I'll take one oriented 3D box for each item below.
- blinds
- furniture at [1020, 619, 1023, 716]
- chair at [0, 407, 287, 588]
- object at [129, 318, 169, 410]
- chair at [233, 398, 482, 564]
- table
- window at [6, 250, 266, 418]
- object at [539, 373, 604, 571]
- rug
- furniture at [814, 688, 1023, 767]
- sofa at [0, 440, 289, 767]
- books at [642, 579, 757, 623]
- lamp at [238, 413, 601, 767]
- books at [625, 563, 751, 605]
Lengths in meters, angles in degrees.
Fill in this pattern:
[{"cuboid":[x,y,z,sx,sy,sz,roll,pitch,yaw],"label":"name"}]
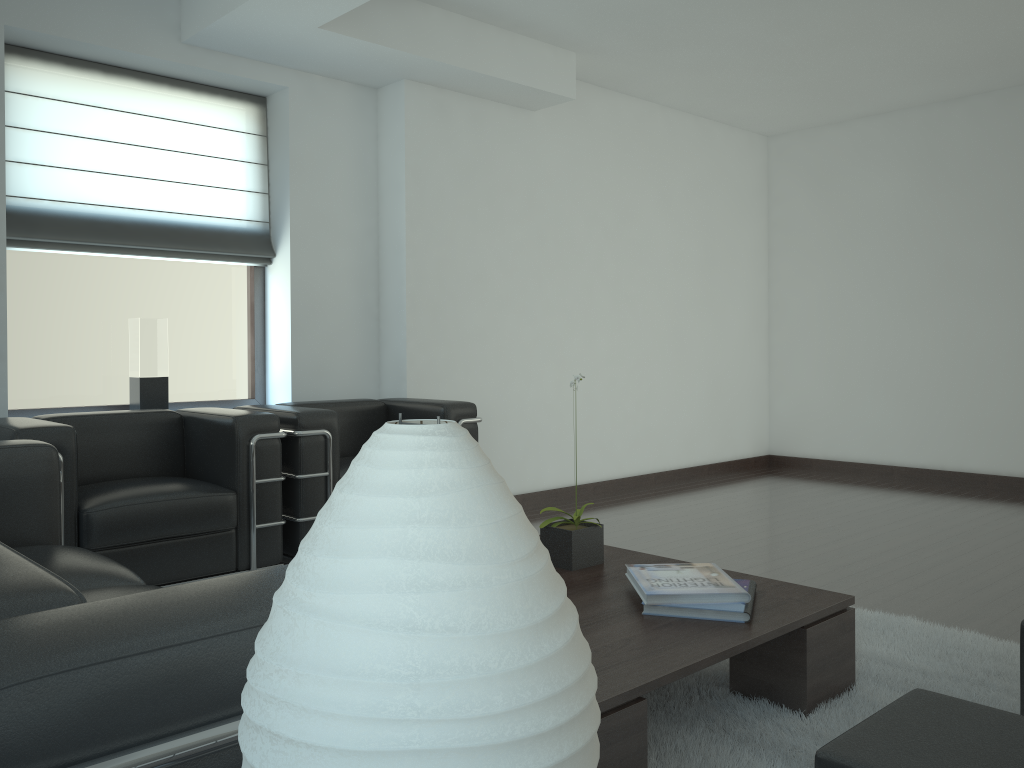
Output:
[{"cuboid":[-2.881,-1.727,6.968,2.124,1.476,0.222,-2,1,-43],"label":"blinds"},{"cuboid":[2.198,1.115,3.116,0.603,0.579,0.588,-2,2,-43],"label":"furniture"},{"cuboid":[-2.400,0.775,5.598,1.646,1.170,1.123,-2,2,-43],"label":"chair"},{"cuboid":[-2.804,-0.118,6.843,0.243,0.776,0.239,-1,1,-43],"label":"object"},{"cuboid":[-1.164,0.723,6.743,1.646,1.170,1.123,-2,2,-43],"label":"chair"},{"cuboid":[0.178,1.178,4.027,1.921,0.441,1.936,-2,3,-43],"label":"table"},{"cuboid":[-2.993,-1.104,7.093,2.133,2.731,0.146,-1,1,-43],"label":"window"},{"cuboid":[0.307,0.440,4.597,0.335,0.992,0.252,-1,1,-43],"label":"object"},{"cuboid":[-0.372,1.372,3.998,5.170,0.110,6.253,-2,3,-43],"label":"rug"},{"cuboid":[1.130,1.160,2.117,0.603,0.579,0.588,-2,2,-43],"label":"furniture"},{"cuboid":[-1.436,0.880,2.633,1.124,1.170,3.477,-2,2,-43],"label":"sofa"},{"cuboid":[0.835,0.935,3.899,0.446,0.045,0.518,0,2,18],"label":"books"},{"cuboid":[-0.094,0.360,0.939,0.375,0.654,0.374,-1,1,-39],"label":"lamp"},{"cuboid":[0.769,0.888,3.961,0.446,0.045,0.518,0,2,-2],"label":"books"}]
